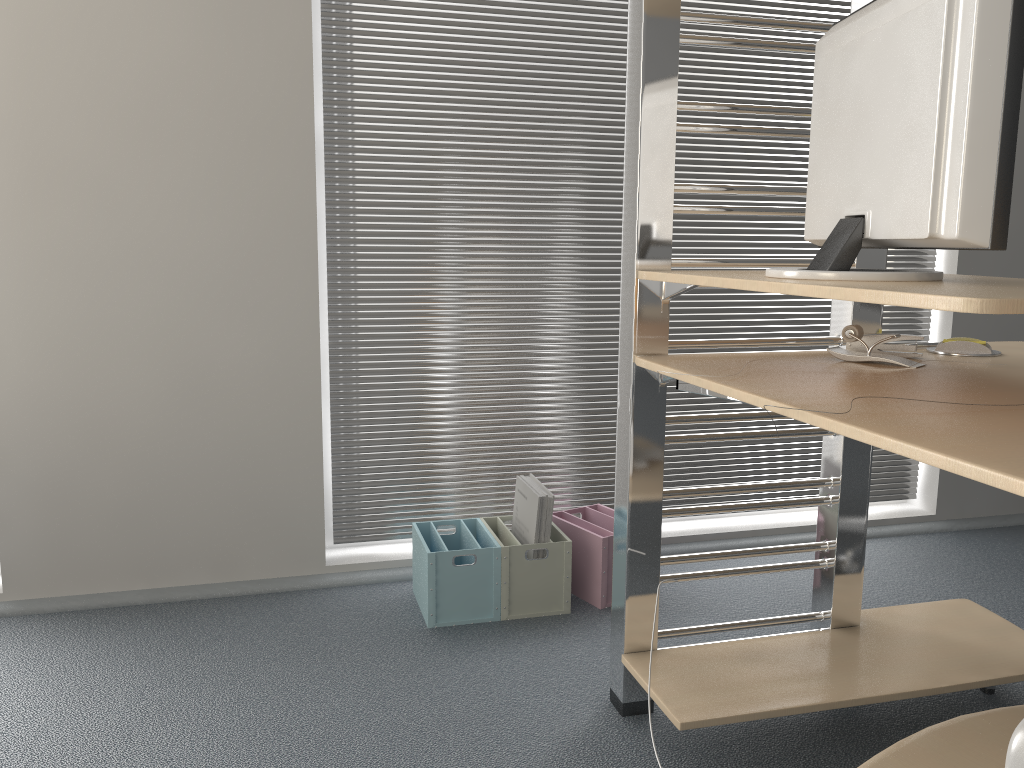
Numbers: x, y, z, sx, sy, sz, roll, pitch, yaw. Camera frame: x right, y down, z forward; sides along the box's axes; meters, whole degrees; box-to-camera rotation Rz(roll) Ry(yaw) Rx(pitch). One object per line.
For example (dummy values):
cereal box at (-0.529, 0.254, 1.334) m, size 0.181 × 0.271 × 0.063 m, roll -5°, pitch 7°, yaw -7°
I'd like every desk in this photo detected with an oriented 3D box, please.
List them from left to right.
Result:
desk at (0.859, -0.017, 1.145) m, size 0.967 × 1.566 × 1.469 m, roll -2°, pitch 9°, yaw -15°

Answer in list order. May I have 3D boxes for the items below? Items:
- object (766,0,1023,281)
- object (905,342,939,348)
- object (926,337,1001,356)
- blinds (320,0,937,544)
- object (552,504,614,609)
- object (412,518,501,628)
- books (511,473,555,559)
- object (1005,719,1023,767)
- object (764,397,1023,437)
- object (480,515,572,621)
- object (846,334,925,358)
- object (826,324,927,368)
object at (0.506, -0.365, 1.291) m, size 0.245 × 0.418 × 0.516 m, roll 2°, pitch 9°, yaw 7°
object at (0.861, -0.080, 1.817) m, size 0.158 × 0.011 × 0.011 m, roll -2°, pitch 10°, yaw -18°
object at (0.885, -0.075, 1.738) m, size 0.132 × 0.026 × 0.132 m, roll -2°, pitch 9°, yaw -15°
blinds at (0.445, -0.947, 2.558) m, size 1.950 × 2.770 × 0.022 m, roll -2°, pitch 9°, yaw -15°
object at (0.241, 0.471, 2.436) m, size 0.185 × 0.202 × 0.245 m, roll -5°, pitch 11°, yaw -33°
object at (-0.148, 0.488, 2.304) m, size 0.185 × 0.202 × 0.245 m, roll -2°, pitch 9°, yaw -15°
books at (0.046, 0.412, 2.344) m, size 0.068 × 0.306 × 0.220 m, roll -2°, pitch 9°, yaw -15°
object at (0.797, 0.448, 0.881) m, size 0.351 × 0.162 × 0.438 m, roll -5°, pitch 11°, yaw -31°
object at (0.732, 0.039, 1.173) m, size 0.814 × 0.082 × 0.478 m, roll -1°, pitch 9°, yaw -7°
object at (0.031, 0.482, 2.351) m, size 0.185 × 0.202 × 0.245 m, roll -2°, pitch 9°, yaw -15°
object at (0.701, -0.074, 1.668) m, size 0.134 × 0.042 × 0.022 m, roll 5°, pitch 10°, yaw 27°
object at (0.647, -0.070, 1.577) m, size 0.159 × 0.064 × 0.054 m, roll 8°, pitch 12°, yaw 41°
